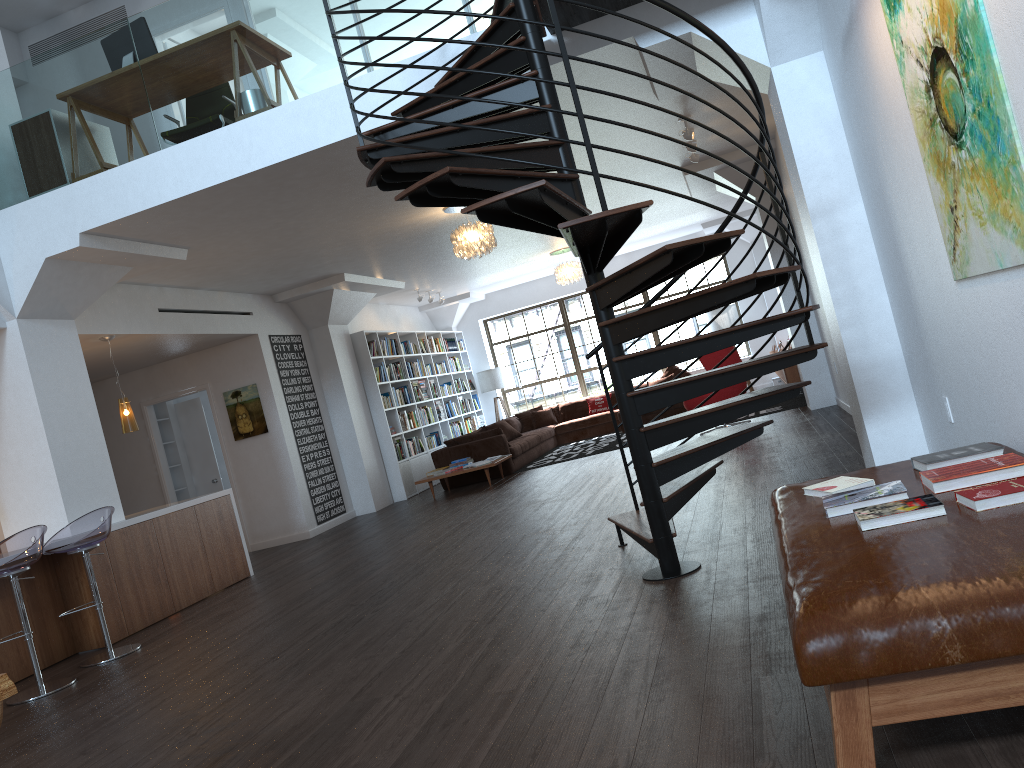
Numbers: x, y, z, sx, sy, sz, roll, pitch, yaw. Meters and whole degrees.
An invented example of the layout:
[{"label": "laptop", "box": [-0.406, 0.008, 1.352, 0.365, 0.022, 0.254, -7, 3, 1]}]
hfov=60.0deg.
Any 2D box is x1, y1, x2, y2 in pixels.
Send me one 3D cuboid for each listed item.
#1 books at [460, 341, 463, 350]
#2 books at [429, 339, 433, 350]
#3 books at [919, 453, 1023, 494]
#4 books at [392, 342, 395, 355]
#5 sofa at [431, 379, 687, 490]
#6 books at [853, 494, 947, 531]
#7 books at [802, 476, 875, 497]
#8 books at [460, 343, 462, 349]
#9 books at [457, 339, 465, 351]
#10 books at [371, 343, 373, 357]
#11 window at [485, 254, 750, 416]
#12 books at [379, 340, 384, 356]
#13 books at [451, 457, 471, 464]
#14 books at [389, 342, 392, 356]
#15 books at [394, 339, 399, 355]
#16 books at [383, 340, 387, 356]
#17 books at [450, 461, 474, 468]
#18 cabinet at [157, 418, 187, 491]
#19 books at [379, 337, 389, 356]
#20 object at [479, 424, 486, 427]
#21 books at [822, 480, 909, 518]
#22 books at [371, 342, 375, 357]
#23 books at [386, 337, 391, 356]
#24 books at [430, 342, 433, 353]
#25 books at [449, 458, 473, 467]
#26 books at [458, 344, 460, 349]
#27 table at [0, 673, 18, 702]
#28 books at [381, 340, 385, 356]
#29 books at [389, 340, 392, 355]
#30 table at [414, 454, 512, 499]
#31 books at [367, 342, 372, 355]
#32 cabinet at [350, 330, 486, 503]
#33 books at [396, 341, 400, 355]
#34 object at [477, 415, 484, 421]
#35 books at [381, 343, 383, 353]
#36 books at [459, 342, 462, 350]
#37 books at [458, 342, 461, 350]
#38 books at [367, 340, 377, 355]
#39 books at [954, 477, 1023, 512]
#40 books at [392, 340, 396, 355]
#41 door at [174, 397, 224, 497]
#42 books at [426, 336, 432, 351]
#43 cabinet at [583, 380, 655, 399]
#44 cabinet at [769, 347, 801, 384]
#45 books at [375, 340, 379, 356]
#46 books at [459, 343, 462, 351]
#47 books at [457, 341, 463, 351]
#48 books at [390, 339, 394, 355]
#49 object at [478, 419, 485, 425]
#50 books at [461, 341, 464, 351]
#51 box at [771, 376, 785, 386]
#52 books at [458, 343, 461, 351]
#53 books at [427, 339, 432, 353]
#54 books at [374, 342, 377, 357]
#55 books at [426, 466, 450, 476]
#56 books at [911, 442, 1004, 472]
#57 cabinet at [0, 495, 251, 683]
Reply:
[{"label": "books", "box": [-0.993, -0.690, 16.504, 0.136, 0.196, 0.045, -15, 0, 15]}, {"label": "books", "box": [-1.425, -0.614, 14.914, 0.159, 0.241, 0.038, -15, 0, 15]}, {"label": "books", "box": [1.439, 0.277, 2.759, 0.283, 0.043, 0.197, -15, 0, 14]}, {"label": "books", "box": [-1.853, -0.523, 13.226, 0.182, 0.255, 0.077, -15, 0, 15]}, {"label": "sofa", "box": [1.061, 0.613, 13.749, 3.481, 0.664, 4.197, -15, 0, 15]}, {"label": "books", "box": [1.103, 0.366, 2.534, 0.224, 0.032, 0.161, -15, 0, 15]}, {"label": "books", "box": [1.149, 0.364, 3.127, 0.161, 0.031, 0.223, -15, 0, -7]}, {"label": "books", "box": [-0.999, -0.679, 16.450, 0.128, 0.178, 0.022, -15, 0, 15]}, {"label": "books", "box": [-0.979, -0.711, 16.583, 0.140, 0.231, 0.042, -15, 0, 15]}, {"label": "books", "box": [-2.042, -0.458, 12.481, 0.167, 0.210, 0.162, -15, 0, 15]}, {"label": "window", "box": [1.886, -0.862, 16.600, 4.648, 1.905, 0.114, -15, 0, 15]}, {"label": "books", "box": [-1.951, -0.497, 12.841, 0.159, 0.248, 0.089, -15, 0, 15]}, {"label": "books", "box": [-0.682, 1.024, 11.887, 0.224, 0.027, 0.157, -15, -1, 20]}, {"label": "books", "box": [-1.872, -0.502, 13.116, 0.161, 0.222, 0.083, -15, 0, 15]}, {"label": "books", "box": [-1.812, -0.533, 13.362, 0.182, 0.255, 0.077, -15, 0, 15]}, {"label": "books", "box": [-1.922, -0.501, 12.934, 0.174, 0.242, 0.105, -15, 0, 15]}, {"label": "books", "box": [-0.665, 1.089, 11.885, 0.312, 0.037, 0.216, -15, 0, 5]}, {"label": "cabinet", "box": [-4.402, 0.820, 12.466, 0.527, 2.991, 2.630, -15, 0, 15]}, {"label": "books", "box": [-1.912, -0.529, 13.020, 0.176, 0.293, 0.125, -15, 0, 15]}, {"label": "object", "box": [-0.680, 0.834, 16.404, 0.331, 0.088, 0.410, -15, 0, 15]}, {"label": "books", "box": [1.114, 0.364, 2.805, 0.247, 0.040, 0.185, -15, 0, 18]}, {"label": "books", "box": [-2.019, -0.469, 12.542, 0.161, 0.218, 0.101, -15, 0, 15]}, {"label": "books", "box": [-1.900, -0.530, 13.082, 0.197, 0.290, 0.136, -15, 0, 15]}, {"label": "books", "box": [-1.417, -0.599, 14.868, 0.144, 0.207, 0.048, -15, 0, 15]}, {"label": "books", "box": [-0.678, 1.055, 11.890, 0.279, 0.035, 0.191, -15, -1, 25]}, {"label": "books", "box": [-1.022, -0.661, 16.324, 0.110, 0.153, 0.018, -15, 0, 15]}, {"label": "table", "box": [-1.982, 1.244, 0.294, 1.012, 0.750, 3.803, -15, 0, 15]}, {"label": "books", "box": [-1.940, -0.501, 12.883, 0.170, 0.251, 0.118, -15, 0, 15]}, {"label": "books", "box": [-1.864, -0.517, 13.147, 0.159, 0.248, 0.089, -15, 0, 15]}, {"label": "table", "box": [-0.591, 1.227, 11.585, 1.100, 0.271, 0.853, -15, 0, 15]}, {"label": "books", "box": [-2.057, -0.458, 12.392, 0.182, 0.215, 0.188, -15, 0, 15]}, {"label": "cabinet", "box": [-1.408, 0.357, 14.477, 0.461, 2.414, 4.500, -15, 0, 15]}, {"label": "books", "box": [-1.801, -0.525, 13.431, 0.167, 0.233, 0.077, -15, 0, 15]}, {"label": "object", "box": [-0.731, 0.666, 16.408, 0.316, 0.088, 0.410, -15, 0, 15]}, {"label": "books", "box": [-1.948, -0.484, 12.809, 0.161, 0.222, 0.084, -15, 0, 15]}, {"label": "books", "box": [-1.006, -0.678, 16.430, 0.128, 0.178, 0.021, -15, 0, 15]}, {"label": "books", "box": [-1.024, -0.673, 16.381, 0.128, 0.178, 0.022, -15, 0, 15]}, {"label": "books", "box": [-2.012, -0.486, 12.606, 0.159, 0.248, 0.089, -15, 0, 15]}, {"label": "books", "box": [1.361, 0.299, 2.438, 0.224, 0.036, 0.161, -15, 0, 9]}, {"label": "books", "box": [-1.835, -0.522, 13.263, 0.174, 0.243, 0.085, -15, 0, 15]}, {"label": "door", "box": [-4.235, 1.255, 11.774, 0.826, 2.032, 0.174, -15, 0, 15]}, {"label": "books", "box": [-1.434, -0.642, 14.822, 0.140, 0.298, 0.044, -15, 0, 15]}, {"label": "cabinet", "box": [2.070, 0.391, 16.063, 1.520, 0.625, 0.350, -15, 0, 15]}, {"label": "cabinet", "box": [4.125, -0.312, 13.019, 0.459, 0.350, 4.501, -15, 0, 15]}, {"label": "books", "box": [-2.001, -0.491, 12.648, 0.170, 0.251, 0.118, -15, 0, 15]}, {"label": "books", "box": [-1.019, -0.677, 16.406, 0.134, 0.184, 0.030, -15, 0, 15]}, {"label": "books", "box": [-1.003, -0.689, 16.472, 0.127, 0.200, 0.020, -15, 0, 15]}, {"label": "books", "box": [-1.854, -0.522, 13.178, 0.182, 0.253, 0.098, -15, 0, 15]}, {"label": "object", "box": [-0.702, 0.749, 16.405, 0.331, 0.088, 0.410, -15, 0, 15]}, {"label": "books", "box": [-0.979, -0.690, 16.543, 0.139, 0.191, 0.036, -15, 0, 15]}, {"label": "box", "box": [4.636, -0.044, 15.368, 0.228, 0.165, 0.368, -15, 0, 15]}, {"label": "books", "box": [-1.016, -0.663, 16.341, 0.110, 0.153, 0.019, -15, 0, 15]}, {"label": "books", "box": [-1.457, -0.610, 14.778, 0.189, 0.247, 0.057, -15, 0, 15]}, {"label": "books", "box": [-2.009, -0.474, 12.575, 0.161, 0.222, 0.084, -15, 0, 15]}, {"label": "books", "box": [-0.978, 1.167, 11.908, 0.241, 0.045, 0.334, -15, 0, 16]}, {"label": "books", "box": [1.537, 0.256, 3.063, 0.254, 0.044, 0.183, -15, 0, 9]}, {"label": "cabinet", "box": [-3.565, 1.674, 6.388, 0.898, 0.796, 4.493, -15, 0, 15]}]
